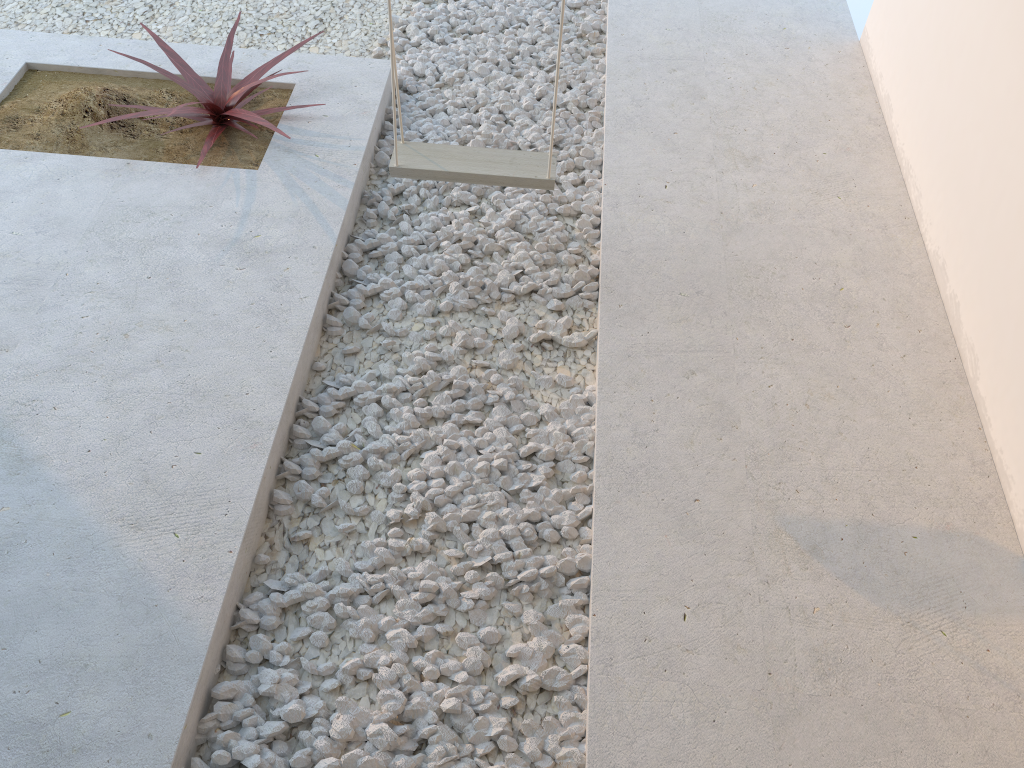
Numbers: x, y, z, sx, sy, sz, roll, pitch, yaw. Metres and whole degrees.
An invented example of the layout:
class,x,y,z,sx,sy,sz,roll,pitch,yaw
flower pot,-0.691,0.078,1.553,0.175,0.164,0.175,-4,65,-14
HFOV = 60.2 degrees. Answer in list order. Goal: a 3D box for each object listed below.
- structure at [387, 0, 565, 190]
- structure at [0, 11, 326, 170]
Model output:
class,x,y,z,sx,sy,sz,roll,pitch,yaw
structure,-0.072,-1.221,1.789,0.462,1.954,0.123,5,49,1
structure,-1.263,-1.009,3.089,1.203,0.306,0.712,5,50,1
